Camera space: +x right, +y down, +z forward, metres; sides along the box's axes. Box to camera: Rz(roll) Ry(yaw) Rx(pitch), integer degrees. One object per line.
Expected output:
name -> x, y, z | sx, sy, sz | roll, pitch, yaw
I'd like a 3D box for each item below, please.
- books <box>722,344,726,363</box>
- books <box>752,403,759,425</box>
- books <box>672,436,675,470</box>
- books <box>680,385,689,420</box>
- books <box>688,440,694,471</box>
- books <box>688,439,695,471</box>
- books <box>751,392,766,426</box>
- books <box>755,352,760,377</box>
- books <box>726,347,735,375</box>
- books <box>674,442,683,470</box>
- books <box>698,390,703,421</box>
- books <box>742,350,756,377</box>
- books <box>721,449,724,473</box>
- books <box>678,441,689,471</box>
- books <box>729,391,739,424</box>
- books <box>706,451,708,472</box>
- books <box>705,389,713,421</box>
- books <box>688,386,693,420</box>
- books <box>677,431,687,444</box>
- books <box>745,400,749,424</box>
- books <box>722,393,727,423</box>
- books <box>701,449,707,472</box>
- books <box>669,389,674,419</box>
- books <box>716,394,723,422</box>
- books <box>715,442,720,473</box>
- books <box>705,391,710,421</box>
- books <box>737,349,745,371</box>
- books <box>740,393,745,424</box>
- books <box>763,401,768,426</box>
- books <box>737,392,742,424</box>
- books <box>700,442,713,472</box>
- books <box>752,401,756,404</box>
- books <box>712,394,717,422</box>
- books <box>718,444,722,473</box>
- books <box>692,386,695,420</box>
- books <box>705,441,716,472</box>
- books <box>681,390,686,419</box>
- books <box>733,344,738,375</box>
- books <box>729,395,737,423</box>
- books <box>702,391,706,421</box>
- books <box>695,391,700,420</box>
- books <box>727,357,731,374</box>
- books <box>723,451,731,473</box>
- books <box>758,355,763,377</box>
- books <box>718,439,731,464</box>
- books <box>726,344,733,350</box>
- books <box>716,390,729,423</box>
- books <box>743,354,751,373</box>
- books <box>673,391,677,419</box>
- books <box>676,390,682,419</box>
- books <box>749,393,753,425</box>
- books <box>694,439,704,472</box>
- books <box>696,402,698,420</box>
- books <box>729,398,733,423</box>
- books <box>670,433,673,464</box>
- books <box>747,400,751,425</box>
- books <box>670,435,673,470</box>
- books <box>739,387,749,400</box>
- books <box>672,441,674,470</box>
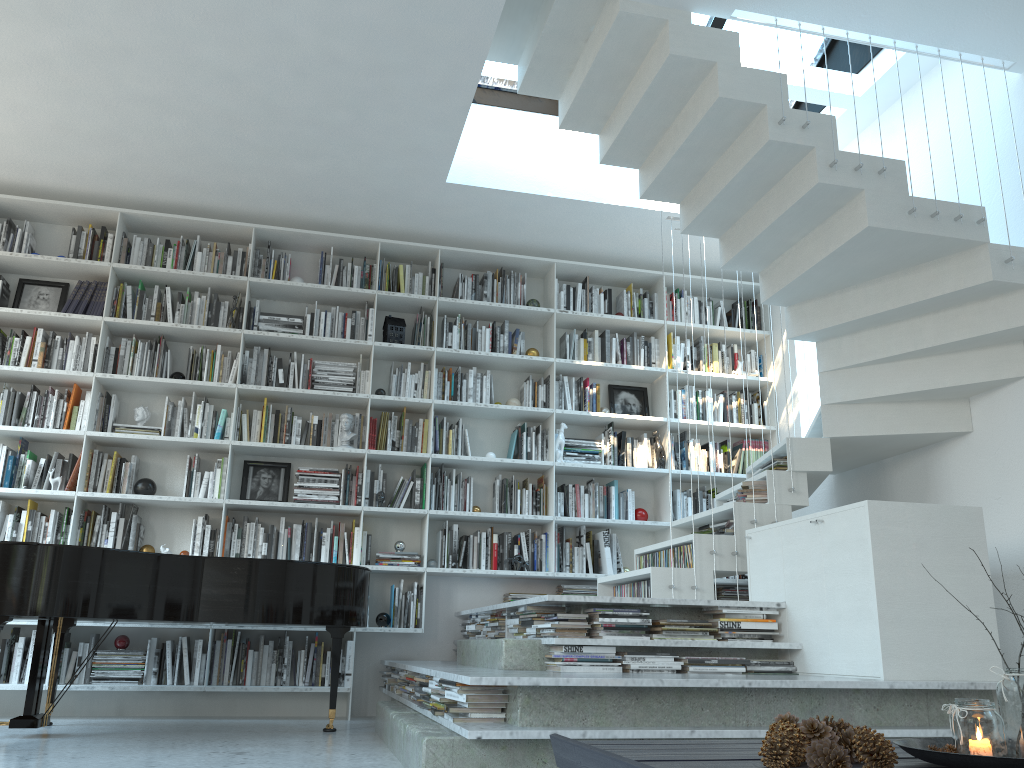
books -> 1.576, -0.142, 6.722 | 0.024, 0.280, 0.154 | 5, -16, -12
books -> 1.784, 0.262, 6.636 | 0.029, 0.194, 0.192 | 5, -17, -12
books -> 1.143, 0.530, 6.432 | 0.010, 0.278, 0.148 | 5, -16, -12
books -> 1.253, 0.171, 6.520 | 0.014, 0.284, 0.186 | 5, -16, -12
books -> 1.265, 0.547, 6.426 | 0.026, 0.245, 0.181 | 5, -17, -12
books -> 1.286, 0.543, 6.445 | 0.022, 0.264, 0.157 | 5, -16, -12
books -> 1.837, 0.222, 6.665 | 0.042, 0.291, 0.187 | 5, -16, -12
books -> 1.838, -0.105, 6.769 | 0.040, 0.246, 0.160 | 5, -16, -12
books -> 1.637, -0.133, 6.713 | 0.022, 0.260, 0.161 | 5, -16, -12
books -> 1.180, 0.553, 6.434 | 0.066, 0.236, 0.144 | 5, -16, -13
books -> 1.365, 0.195, 6.566 | 0.025, 0.270, 0.153 | 5, -16, -12
books -> 1.804, -0.113, 6.764 | 0.029, 0.257, 0.163 | 5, -16, -12
books -> 1.512, 0.595, 6.505 | 0.014, 0.206, 0.138 | 5, -17, -12
books -> 1.229, 0.546, 6.419 | 0.022, 0.242, 0.171 | 5, -17, -12
books -> 1.649, 0.211, 6.625 | 0.012, 0.282, 0.152 | 5, -16, -12
books -> 1.385, 0.593, 6.465 | 0.030, 0.183, 0.137 | 5, -17, -12
books -> 1.439, 0.193, 6.578 | 0.030, 0.283, 0.167 | 5, -16, -12
books -> 1.292, 0.177, 6.556 | 0.022, 0.296, 0.162 | 5, -16, -12
books -> 1.243, 0.515, 6.451 | 0.012, 0.321, 0.142 | 5, -16, -12
books -> 1.709, 0.248, 6.621 | 0.025, 0.211, 0.189 | 5, -17, -12
books -> 1.547, 0.214, 6.598 | 0.023, 0.257, 0.184 | 5, -17, -12
books -> 1.364, 0.583, 6.440 | 0.023, 0.188, 0.170 | 5, -17, -12
books -> 1.152, 0.183, 6.511 | 0.012, 0.253, 0.161 | 5, -16, -12
books -> 1.516, 0.216, 6.584 | 0.045, 0.244, 0.177 | 5, -17, -12
books -> 1.477, 0.568, 6.497 | 0.012, 0.253, 0.161 | 5, -16, -12
books -> 1.414, 0.199, 6.564 | 0.022, 0.262, 0.173 | 5, -16, -12
books -> 1.714, -0.121, 6.736 | 0.070, 0.253, 0.155 | 5, -16, -13
books -> 1.683, 0.219, 6.625 | 0.028, 0.267, 0.174 | 5, -16, -12
books -> 1.867, 0.260, 6.663 | 0.021, 0.218, 0.184 | 5, -17, -12
books -> 1.662, 0.214, 6.624 | 0.013, 0.276, 0.188 | 5, -17, -12
books -> 1.414, 0.561, 6.464 | 0.022, 0.246, 0.181 | 5, -17, -12
books -> 1.802, 0.257, 6.679 | 0.024, 0.229, 0.131 | 5, -16, -12
books -> 1.483, 0.215, 6.598 | 0.012, 0.253, 0.161 | 5, -16, -12
books -> 1.494, 0.573, 6.503 | 0.025, 0.248, 0.134 | 5, -16, -12
books -> 1.311, 0.177, 6.548 | 0.012, 0.292, 0.166 | 5, -16, -12
books -> 1.436, 0.560, 6.481 | 0.029, 0.258, 0.172 | 5, -17, -12
books -> 1.230, 0.187, 6.525 | 0.026, 0.255, 0.174 | 5, -17, -12
books -> 1.668, -0.140, 6.734 | 0.023, 0.286, 0.163 | 5, -16, -12
books -> 1.629, 0.226, 6.625 | 0.025, 0.252, 0.160 | 5, -16, -12
books -> 1.391, 0.200, 6.561 | 0.024, 0.258, 0.157 | 5, -16, -12
books -> 1.349, 0.196, 6.552 | 0.013, 0.259, 0.158 | 5, -16, -12
books -> 1.604, -0.093, 6.714 | 0.034, 0.182, 0.157 | 5, -17, -12
books -> 1.540, 0.598, 6.467 | 0.024, 0.180, 0.191 | 5, -17, -12
books -> 1.866, -0.094, 6.754 | 0.011, 0.216, 0.170 | 5, -17, -12
books -> 1.559, 0.562, 6.512 | 0.026, 0.277, 0.170 | 5, -16, -12
books -> 1.648, -0.142, 6.741 | 0.011, 0.293, 0.151 | 5, -16, -12
books -> 1.575, 0.206, 6.629 | 0.024, 0.291, 0.132 | 5, -16, -12
books -> 1.759, -0.099, 6.738 | 0.023, 0.213, 0.181 | 5, -17, -12
books -> 1.167, 0.190, 6.526 | 0.026, 0.249, 0.161 | 5, -16, -12
books -> 1.198, 0.186, 6.505 | 0.023, 0.247, 0.182 | 5, -17, -12
books -> 1.761, 0.223, 6.659 | 0.013, 0.282, 0.149 | 5, -16, -12
books -> 1.327, 0.545, 6.441 | 0.056, 0.260, 0.177 | 5, -17, -12
books -> 1.326, 0.237, 6.550 | 0.027, 0.179, 0.157 | 5, -17, -12
books -> 1.600, 0.235, 6.627 | 0.028, 0.236, 0.146 | 5, -16, -12
books -> 1.126, 0.519, 6.421 | 0.010, 0.292, 0.165 | 5, -16, -12
books -> 1.731, 0.249, 6.636 | 0.025, 0.219, 0.178 | 5, -17, -12
books -> 1.113, 0.521, 6.401 | 0.025, 0.276, 0.161 | 5, -16, -12
books -> 1.747, 0.202, 6.670 | 0.013, 0.329, 0.140 | 5, -16, -12
books -> 1.135, 0.545, 6.416 | 0.010, 0.238, 0.148 | 5, -16, -12
